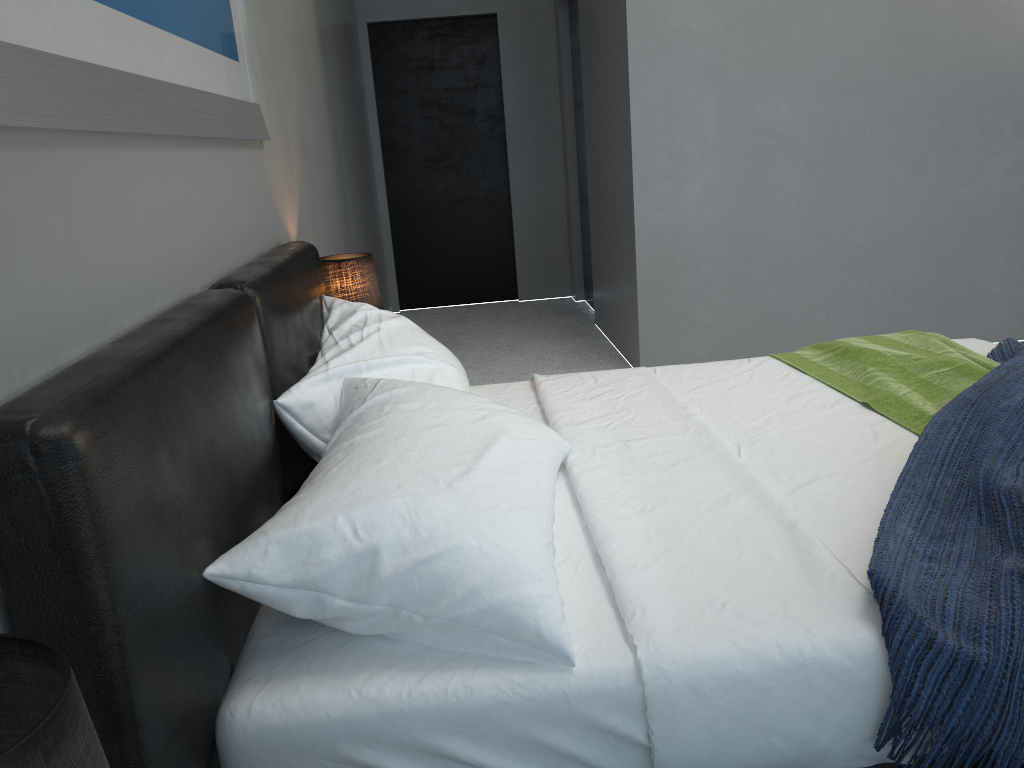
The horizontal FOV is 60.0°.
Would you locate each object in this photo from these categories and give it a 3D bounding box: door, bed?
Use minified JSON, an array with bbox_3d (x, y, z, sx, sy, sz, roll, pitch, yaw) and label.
[{"bbox_3d":[-0.007,-1.557,6.267,1.824,2.063,0.674,7,20,36],"label":"door"},{"bbox_3d":[0.674,0.131,1.990,2.616,0.939,2.739,-5,15,-3],"label":"bed"}]

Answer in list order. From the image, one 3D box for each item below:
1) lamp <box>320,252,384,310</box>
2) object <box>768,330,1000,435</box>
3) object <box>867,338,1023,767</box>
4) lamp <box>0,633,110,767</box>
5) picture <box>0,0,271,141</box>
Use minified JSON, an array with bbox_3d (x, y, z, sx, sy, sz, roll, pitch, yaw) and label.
[{"bbox_3d":[-0.546,-0.236,3.030,0.219,0.402,0.207,-11,17,-21],"label":"lamp"},{"bbox_3d":[1.152,0.159,2.029,0.646,0.344,2.288,-6,15,-3],"label":"object"},{"bbox_3d":[1.265,0.246,1.896,0.684,0.571,2.144,8,19,37],"label":"object"},{"bbox_3d":[-0.363,0.400,0.617,0.219,0.402,0.241,-15,19,-32],"label":"lamp"},{"bbox_3d":[-0.702,-1.154,1.518,0.025,1.409,1.789,-5,16,-3],"label":"picture"}]
